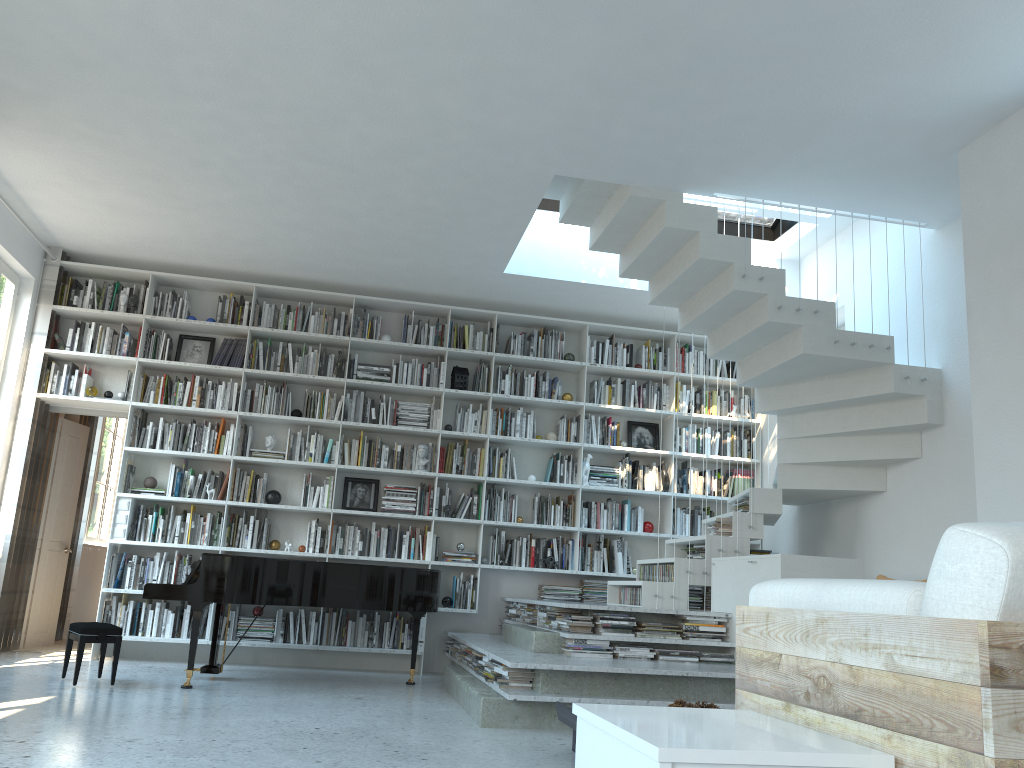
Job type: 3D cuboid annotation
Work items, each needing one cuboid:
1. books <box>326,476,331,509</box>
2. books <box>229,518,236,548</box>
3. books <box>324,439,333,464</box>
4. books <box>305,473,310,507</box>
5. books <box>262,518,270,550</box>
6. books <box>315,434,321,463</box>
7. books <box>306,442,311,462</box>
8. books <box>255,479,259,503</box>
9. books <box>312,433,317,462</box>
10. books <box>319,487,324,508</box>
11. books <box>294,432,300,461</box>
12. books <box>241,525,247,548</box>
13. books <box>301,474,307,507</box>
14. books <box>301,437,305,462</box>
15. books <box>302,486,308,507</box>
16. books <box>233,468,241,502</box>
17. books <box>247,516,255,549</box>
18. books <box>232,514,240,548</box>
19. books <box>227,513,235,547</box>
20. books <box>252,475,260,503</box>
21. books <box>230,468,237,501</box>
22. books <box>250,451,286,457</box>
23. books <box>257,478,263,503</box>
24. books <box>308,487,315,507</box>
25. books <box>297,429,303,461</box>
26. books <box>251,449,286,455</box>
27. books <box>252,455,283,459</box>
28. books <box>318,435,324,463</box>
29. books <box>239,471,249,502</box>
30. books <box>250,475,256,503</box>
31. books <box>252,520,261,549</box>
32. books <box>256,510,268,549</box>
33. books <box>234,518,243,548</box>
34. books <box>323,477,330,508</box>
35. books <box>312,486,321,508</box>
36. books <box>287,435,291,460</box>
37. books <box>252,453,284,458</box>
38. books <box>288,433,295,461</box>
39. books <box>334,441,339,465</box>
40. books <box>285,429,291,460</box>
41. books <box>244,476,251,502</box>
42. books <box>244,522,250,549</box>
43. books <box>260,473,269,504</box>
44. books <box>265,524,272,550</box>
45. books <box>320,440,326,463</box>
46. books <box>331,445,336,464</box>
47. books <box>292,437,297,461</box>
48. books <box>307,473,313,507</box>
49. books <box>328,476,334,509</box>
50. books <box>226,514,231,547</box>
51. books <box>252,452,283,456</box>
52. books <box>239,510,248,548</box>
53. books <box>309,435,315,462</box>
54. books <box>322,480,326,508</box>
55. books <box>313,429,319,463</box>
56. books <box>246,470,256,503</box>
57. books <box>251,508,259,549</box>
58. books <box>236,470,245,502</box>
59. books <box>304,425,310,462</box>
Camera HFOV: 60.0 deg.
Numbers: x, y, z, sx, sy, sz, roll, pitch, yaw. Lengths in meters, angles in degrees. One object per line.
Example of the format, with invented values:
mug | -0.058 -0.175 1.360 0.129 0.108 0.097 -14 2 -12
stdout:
books | -1.548 0.928 7.495 0.011 0.278 0.188 6 -13 -10
books | -2.292 1.231 7.296 0.030 0.238 0.157 6 -13 -10
books | -1.567 0.592 7.565 0.060 0.227 0.179 6 -13 -10
books | -1.721 0.909 7.487 0.011 0.291 0.156 6 -13 -10
books | -2.035 1.246 7.338 0.027 0.260 0.163 6 -13 -10
books | -1.654 0.568 7.556 0.023 0.259 0.170 6 -13 -10
books | -1.733 0.599 7.554 0.025 0.189 0.140 6 -13 -10
books | -2.118 0.907 7.400 0.011 0.207 0.180 6 -13 -10
books | -1.680 0.561 7.543 0.012 0.265 0.193 6 -13 -10
books | -1.609 0.969 7.489 0.024 0.187 0.173 6 -13 -10
books | -1.821 0.550 7.537 0.022 0.266 0.151 6 -13 -10
books | -2.201 1.262 7.310 0.024 0.195 0.157 6 -13 -10
books | -1.756 0.907 7.473 0.012 0.284 0.160 6 -13 -10
books | -1.777 0.576 7.544 0.048 0.224 0.150 6 -13 -10
books | -1.740 0.956 7.462 0.025 0.185 0.154 6 -13 -10
books | -2.286 0.853 7.381 0.025 0.284 0.145 6 -13 -10
books | -2.151 1.230 7.319 0.027 0.268 0.185 6 -13 -10
books | -2.269 1.215 7.295 0.012 0.272 0.181 6 -13 -10
books | -2.312 1.208 7.300 0.013 0.282 0.147 6 -13 -10
books | -2.139 0.890 7.420 0.028 0.247 0.143 6 -13 -10
books | -2.317 0.851 7.386 0.012 0.284 0.160 6 -13 -10
books | -2.058 0.591 7.485 0.285 0.012 0.160 5 -13 -8
books | -2.098 0.904 7.400 0.028 0.215 0.175 6 -13 -10
books | -1.693 0.966 7.484 0.030 0.182 0.154 6 -13 -10
books | -1.802 0.540 7.530 0.012 0.285 0.167 6 -13 -10
books | -2.057 0.578 7.483 0.285 0.012 0.160 7 -14 -14
books | -2.060 0.626 7.473 0.254 0.012 0.161 7 -14 -14
books | -1.636 0.577 7.579 0.022 0.255 0.152 6 -13 -10
books | -2.231 0.868 7.387 0.036 0.262 0.167 6 -13 -10
books | -2.157 0.886 7.400 0.014 0.243 0.153 6 -13 -10
books | -2.115 1.251 7.339 0.029 0.240 0.136 6 -13 -10
books | -2.072 1.210 7.340 0.050 0.327 0.167 6 -13 -10
books | -2.245 1.232 7.305 0.042 0.247 0.163 6 -13 -10
books | -1.569 0.933 7.500 0.027 0.269 0.178 6 -13 -10
books | -1.647 0.964 7.477 0.057 0.188 0.156 6 -13 -10
books | -1.892 0.561 7.526 0.010 0.231 0.155 6 -13 -10
books | -2.059 0.613 7.474 0.254 0.012 0.161 7 -14 -15
books | -1.868 0.551 7.513 0.030 0.246 0.174 6 -13 -10
books | -1.502 0.609 7.595 0.026 0.216 0.126 6 -13 -10
books | -1.899 0.531 7.517 0.012 0.284 0.160 6 -13 -10
books | -2.203 0.889 7.391 0.025 0.227 0.153 6 -13 -10
books | -2.177 1.254 7.312 0.021 0.214 0.172 6 -13 -10
books | -2.072 0.886 7.425 0.028 0.265 0.145 6 -13 -10
books | -2.015 1.275 7.351 0.023 0.211 0.160 6 -13 -10
books | -1.614 0.597 7.579 0.026 0.218 0.150 6 -13 -10
books | -1.529 0.623 7.584 0.027 0.180 0.142 6 -13 -10
books | -1.848 0.570 7.543 0.024 0.226 0.138 6 -13 -10
books | -1.709 0.906 7.487 0.012 0.297 0.166 6 -13 -10
books | -1.533 0.929 7.501 0.021 0.281 0.162 6 -13 -10
books | -2.327 1.213 7.306 0.013 0.275 0.147 6 -13 -10
books | -2.059 0.602 7.480 0.254 0.012 0.161 7 -13 -13
books | -2.215 1.202 7.315 0.014 0.312 0.166 6 -13 -10
books | -1.702 0.570 7.547 0.028 0.246 0.170 6 -13 -10
books | -1.588 0.941 7.487 0.012 0.244 0.171 6 -13 -10
books | -1.669 0.547 7.557 0.011 0.300 0.179 6 -13 -10
books | -2.172 0.865 7.380 0.026 0.273 0.190 6 -13 -10
books | -2.134 1.203 7.354 0.013 0.338 0.138 6 -13 -10
books | -2.262 0.861 7.389 0.026 0.274 0.155 6 -13 -10
books | -1.744 0.526 7.552 0.010 0.328 0.174 6 -13 -10
